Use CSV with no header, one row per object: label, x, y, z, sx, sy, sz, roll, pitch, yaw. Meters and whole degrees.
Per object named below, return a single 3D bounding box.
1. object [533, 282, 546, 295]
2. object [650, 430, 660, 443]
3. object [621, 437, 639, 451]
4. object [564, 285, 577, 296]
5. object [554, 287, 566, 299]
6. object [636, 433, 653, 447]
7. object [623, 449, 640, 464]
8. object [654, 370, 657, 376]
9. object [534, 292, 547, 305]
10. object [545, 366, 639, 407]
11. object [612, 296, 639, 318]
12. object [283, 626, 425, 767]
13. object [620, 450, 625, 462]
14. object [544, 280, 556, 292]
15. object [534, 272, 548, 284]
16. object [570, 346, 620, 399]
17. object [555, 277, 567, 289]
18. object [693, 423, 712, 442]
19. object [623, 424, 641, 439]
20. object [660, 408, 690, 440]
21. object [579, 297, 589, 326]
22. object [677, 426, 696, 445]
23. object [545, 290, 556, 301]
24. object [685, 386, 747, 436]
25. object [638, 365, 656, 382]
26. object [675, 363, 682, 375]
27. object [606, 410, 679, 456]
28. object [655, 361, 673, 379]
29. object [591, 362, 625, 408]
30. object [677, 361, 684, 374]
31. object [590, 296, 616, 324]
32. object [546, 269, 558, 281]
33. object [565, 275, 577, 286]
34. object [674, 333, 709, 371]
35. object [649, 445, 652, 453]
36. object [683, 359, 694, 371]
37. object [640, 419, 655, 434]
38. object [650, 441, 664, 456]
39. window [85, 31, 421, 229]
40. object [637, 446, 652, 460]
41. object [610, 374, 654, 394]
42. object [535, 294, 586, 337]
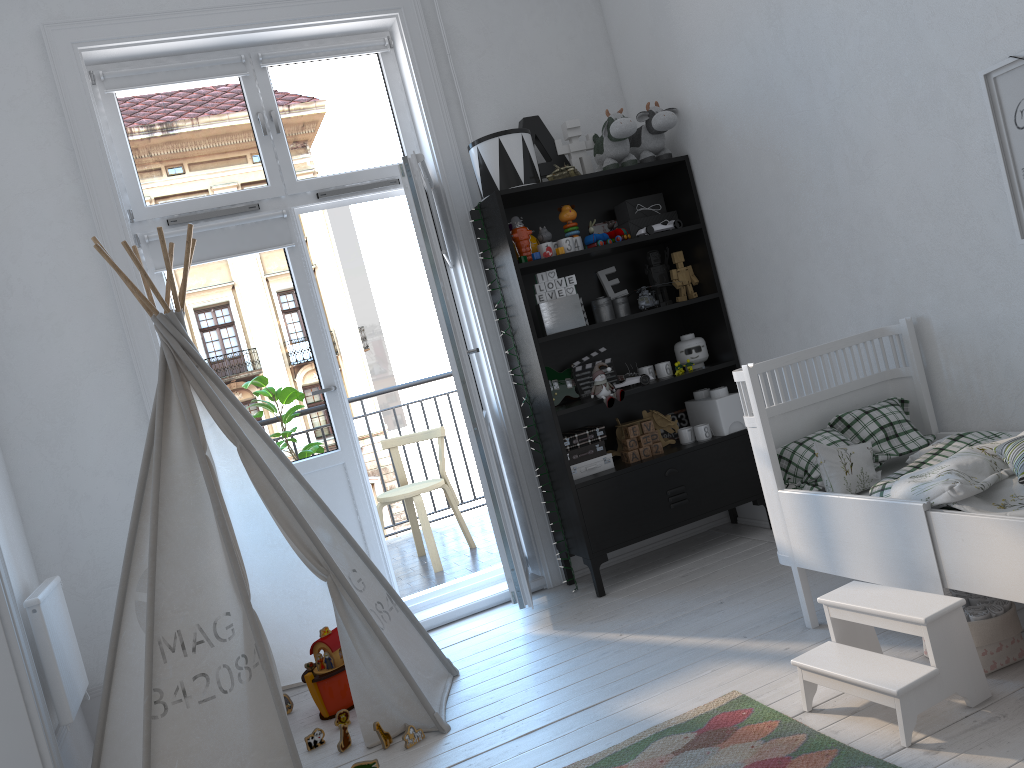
object,0.113,-0.391,3.642,0.040,0.040,0.040,-15,2,-10
object,0.601,0.228,3.826,0.050,0.050,0.050,-15,2,-20
object,0.503,0.255,3.781,0.050,0.050,0.050,-15,2,-20
object,0.242,-0.383,3.655,0.040,0.040,0.040,-14,2,10
object,0.198,-0.372,3.650,0.040,0.040,0.040,-15,2,-5
object,0.562,0.240,3.782,0.050,0.050,0.050,-15,2,-20
object,0.507,0.307,3.758,0.050,0.050,0.050,-15,2,-20
object,0.649,-0.046,4.005,0.163,0.034,0.069,-15,2,-20
object,0.118,-0.351,3.643,0.040,0.040,0.040,-15,2,-5
object,0.323,-0.008,3.913,0.542,0.239,0.093,-15,3,-20
object,0.523,-0.351,3.887,0.078,0.091,0.246,-16,2,-26
object,-0.524,0.967,2.878,0.384,0.284,0.857,-16,2,-28
object,0.502,0.306,3.815,0.050,0.050,0.050,-15,2,-20
object,0.157,-0.403,3.646,0.040,0.040,0.040,-15,2,0
object,0.119,-0.434,3.642,0.040,0.040,0.040,-15,2,-15
object,0.361,-0.050,3.901,0.200,0.199,0.048,-15,3,-20
object,0.201,-0.414,3.650,0.040,0.040,0.040,-14,2,10
object,0.827,0.211,3.843,0.067,0.067,0.067,-15,2,-6
object,0.510,0.203,3.778,0.050,0.050,0.050,-15,2,-20
object,0.691,0.209,4.068,0.347,0.120,0.034,-15,3,-20
object,0.290,-0.313,3.925,0.070,0.135,0.028,-15,3,-20
object,0.763,0.226,3.878,0.067,0.067,0.067,-15,2,-6
object,0.154,-0.361,3.654,0.040,0.040,0.040,-15,2,-15
object,0.906,0.118,3.963,0.132,0.199,0.267,-15,2,-20
object,0.589,-0.042,3.866,0.067,0.067,0.067,-15,2,-6
object,0.711,-0.065,3.805,0.031,0.054,0.042,-13,3,30
object,0.576,0.215,3.930,0.337,0.186,0.111,-15,2,-5
object,0.659,-0.059,3.842,0.067,0.067,0.067,-15,2,-6
object,0.383,0.002,3.622,0.110,0.186,0.129,-16,3,-33
object,0.731,-0.072,3.869,0.042,0.054,0.031,-15,3,-20
object,0.403,-0.330,3.931,0.095,0.110,0.095,-15,2,-16
object,0.160,-0.445,3.645,0.040,0.040,0.040,-15,2,-10
object,0.244,-0.425,3.654,0.040,0.040,0.040,-14,2,5
object,0.799,-0.142,3.952,0.139,0.162,0.139,-12,3,45
object,0.607,0.277,3.858,0.050,0.050,0.050,-15,2,-20
object,0.769,-0.081,3.852,0.042,0.054,0.031,-13,3,25
object,0.581,0.183,3.807,0.050,0.050,0.050,-15,2,0
object,0.621,0.276,3.801,0.050,0.050,0.050,-14,2,10
window,-1.026,-1.089,3.722,1.262,0.660,0.101,-15,3,-20
object,0.560,0.292,3.778,0.050,0.050,0.050,-15,2,-15
object,0.491,-0.003,3.786,0.230,0.048,0.098,-14,2,5
object,0.201,-0.283,3.689,0.170,0.138,0.124,-15,2,-5
